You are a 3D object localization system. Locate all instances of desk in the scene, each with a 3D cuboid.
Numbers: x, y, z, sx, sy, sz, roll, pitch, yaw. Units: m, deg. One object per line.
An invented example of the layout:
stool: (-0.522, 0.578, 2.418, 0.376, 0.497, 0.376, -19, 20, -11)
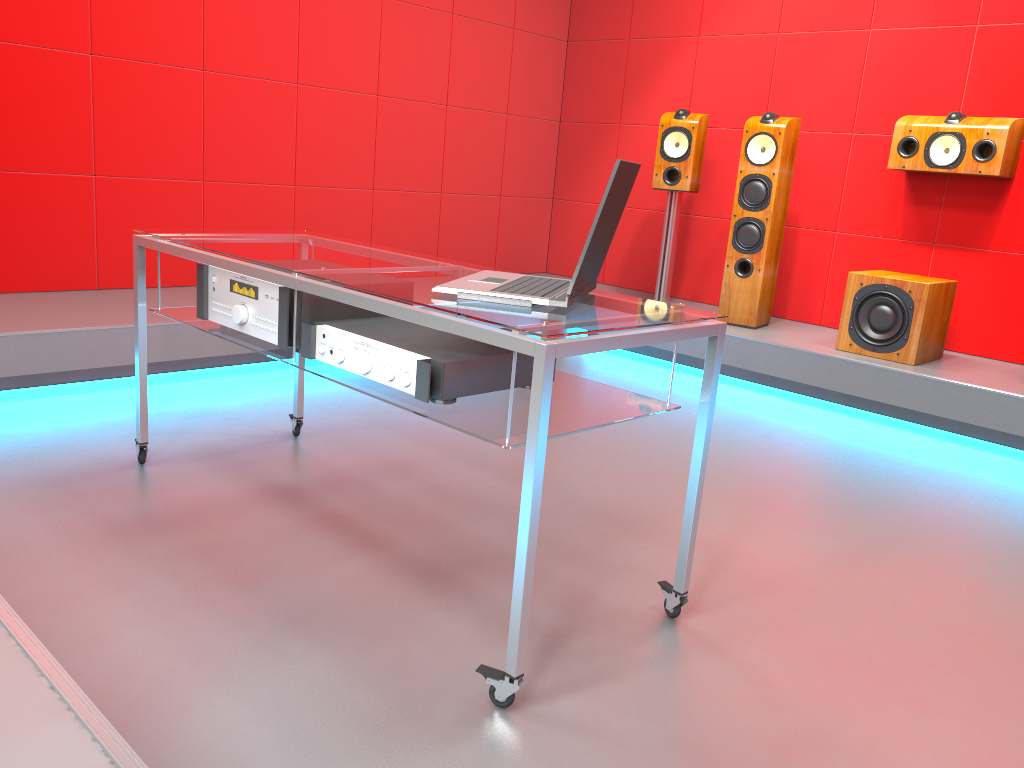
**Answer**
desk: (-0.351, 0.044, 2.224, 1.617, 0.690, 0.594, 18, 19, 42)

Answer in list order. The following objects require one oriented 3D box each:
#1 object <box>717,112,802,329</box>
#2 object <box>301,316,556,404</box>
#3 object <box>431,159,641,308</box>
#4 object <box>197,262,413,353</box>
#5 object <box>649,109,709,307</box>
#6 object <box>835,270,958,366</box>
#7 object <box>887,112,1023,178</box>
object: (1.242, -0.818, 4.472, 0.203, 1.052, 0.238, 14, 16, 32)
object: (-0.187, -0.063, 1.957, 0.435, 0.092, 0.365, 18, 19, 42)
object: (0.060, -0.324, 1.818, 0.340, 0.285, 0.342, 8, 14, 13)
object: (-0.537, -0.205, 2.275, 0.431, 0.158, 0.371, 18, 19, 42)
object: (0.874, -0.938, 4.815, 0.231, 1.058, 0.265, 11, 15, 23)
object: (1.751, -0.312, 4.048, 0.360, 0.360, 0.360, 18, 19, 42)
object: (2.044, -1.109, 4.089, 0.493, 0.271, 0.235, 18, 19, 42)
